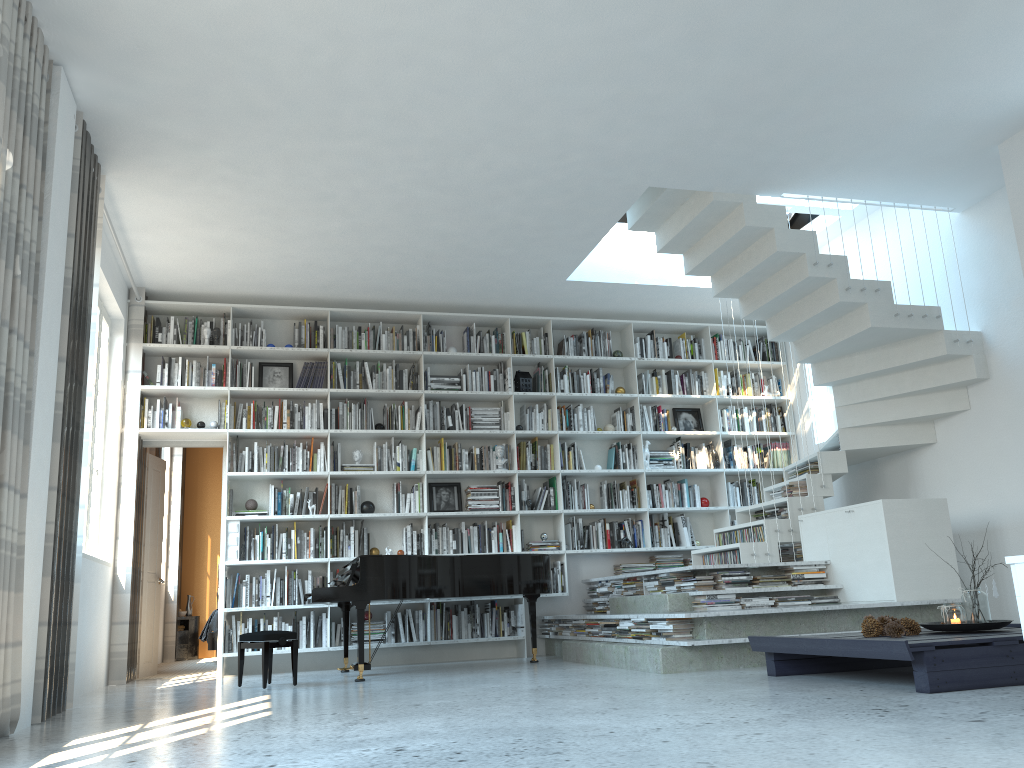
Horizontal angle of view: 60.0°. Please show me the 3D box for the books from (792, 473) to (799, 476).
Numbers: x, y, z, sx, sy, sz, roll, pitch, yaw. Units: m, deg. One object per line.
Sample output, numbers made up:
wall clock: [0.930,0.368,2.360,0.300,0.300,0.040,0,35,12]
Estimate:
books: [2.591,0.805,7.887,0.162,0.008,0.290,-4,-14,3]

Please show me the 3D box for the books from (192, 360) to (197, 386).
books: [-2.757,-0.056,7.712,0.025,0.260,0.167,1,-14,-15]

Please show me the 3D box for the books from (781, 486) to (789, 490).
books: [2.416,0.880,7.558,0.166,0.017,0.191,0,-15,-13]

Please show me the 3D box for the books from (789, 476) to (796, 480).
books: [2.591,0.828,7.881,0.184,0.006,0.263,-3,-14,-1]

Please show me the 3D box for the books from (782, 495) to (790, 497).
books: [2.421,0.945,7.532,0.188,0.005,0.182,1,-15,-15]

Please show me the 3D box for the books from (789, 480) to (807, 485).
books: [2.410,0.817,7.310,0.234,0.025,0.158,-8,-15,21]

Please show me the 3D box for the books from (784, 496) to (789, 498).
books: [2.417,0.960,7.553,0.139,0.013,0.155,1,-15,-13]

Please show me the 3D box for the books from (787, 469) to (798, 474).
books: [2.583,0.772,7.895,0.190,0.015,0.231,-2,-14,-2]

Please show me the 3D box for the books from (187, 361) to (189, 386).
books: [-2.806,-0.051,7.699,0.012,0.248,0.192,1,-14,-15]

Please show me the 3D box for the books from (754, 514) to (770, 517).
books: [2.237,1.149,7.748,0.159,0.009,0.208,2,-15,-19]

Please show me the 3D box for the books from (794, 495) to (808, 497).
books: [2.419,0.932,7.294,0.206,0.012,0.183,-6,-15,11]

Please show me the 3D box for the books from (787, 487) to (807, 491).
books: [2.409,0.857,7.290,0.295,0.007,0.146,-7,-15,14]

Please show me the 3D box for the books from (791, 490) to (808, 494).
books: [2.411,0.884,7.284,0.214,0.014,0.138,-6,-15,11]

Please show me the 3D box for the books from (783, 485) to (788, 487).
books: [2.414,0.868,7.566,0.155,0.009,0.155,1,-15,-15]

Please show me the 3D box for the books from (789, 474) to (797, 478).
books: [2.589,0.814,7.884,0.171,0.011,0.232,-2,-14,-5]

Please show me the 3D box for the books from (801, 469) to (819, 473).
books: [2.585,0.747,7.595,0.154,0.014,0.197,-2,-14,-3]

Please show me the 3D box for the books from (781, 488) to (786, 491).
books: [2.417,0.893,7.553,0.218,0.012,0.156,-3,-14,0]

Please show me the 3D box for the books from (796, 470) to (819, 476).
books: [2.574,0.758,7.591,0.187,0.009,0.261,-1,-14,-6]

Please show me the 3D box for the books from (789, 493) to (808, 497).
books: [2.420,0.912,7.304,0.254,0.007,0.189,-6,-15,11]

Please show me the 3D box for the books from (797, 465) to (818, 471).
books: [2.576,0.718,7.601,0.174,0.009,0.240,-1,-14,-7]

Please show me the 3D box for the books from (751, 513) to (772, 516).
books: [2.219,1.141,7.744,0.198,0.006,0.189,2,-15,-19]

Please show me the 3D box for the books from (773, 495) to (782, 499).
books: [2.432,0.993,7.823,0.143,0.019,0.231,1,-15,-16]

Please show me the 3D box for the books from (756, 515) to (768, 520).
books: [2.244,1.163,7.746,0.140,0.022,0.181,3,-15,-22]

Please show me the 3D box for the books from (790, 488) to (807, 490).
books: [2.414,0.870,7.303,0.232,0.011,0.172,-8,-15,20]

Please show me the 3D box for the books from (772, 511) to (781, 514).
books: [2.309,1.089,7.544,0.133,0.017,0.179,0,-15,-12]

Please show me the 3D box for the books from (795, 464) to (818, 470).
books: [2.567,0.708,7.603,0.191,0.013,0.244,-2,-14,-5]

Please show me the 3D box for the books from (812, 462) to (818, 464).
books: [2.595,0.698,7.608,0.134,0.007,0.299,-1,-14,-7]

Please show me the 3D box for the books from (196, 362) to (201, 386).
books: [-2.730,-0.051,7.718,0.030,0.250,0.166,1,-14,-15]

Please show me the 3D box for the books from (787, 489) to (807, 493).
books: [2.410,0.875,7.286,0.295,0.006,0.147,-8,-15,18]

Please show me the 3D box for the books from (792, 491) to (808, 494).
books: [2.415,0.900,7.294,0.222,0.011,0.180,-7,-15,15]

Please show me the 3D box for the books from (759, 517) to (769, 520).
books: [2.252,1.179,7.744,0.132,0.010,0.198,0,-15,-12]

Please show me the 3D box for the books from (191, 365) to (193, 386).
books: [-2.782,-0.035,7.733,0.011,0.230,0.135,1,-14,-15]

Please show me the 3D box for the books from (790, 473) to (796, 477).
books: [2.590,0.798,7.888,0.168,0.005,0.292,-3,-14,2]

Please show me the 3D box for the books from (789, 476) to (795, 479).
books: [2.589,0.822,7.882,0.170,0.006,0.269,-2,-14,-5]

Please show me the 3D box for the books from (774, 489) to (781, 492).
books: [2.421,0.936,7.834,0.157,0.014,0.181,2,-15,-17]

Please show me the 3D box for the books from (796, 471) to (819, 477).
books: [2.566,0.769,7.588,0.191,0.014,0.244,-2,-14,-3]

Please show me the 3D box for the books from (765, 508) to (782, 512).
books: [2.285,1.073,7.541,0.177,0.014,0.194,3,-15,-21]

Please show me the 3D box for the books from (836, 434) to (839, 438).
books: [2.851,0.414,7.335,0.300,0.007,0.159,-5,-14,9]

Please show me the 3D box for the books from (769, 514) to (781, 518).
books: [2.299,1.123,7.532,0.149,0.013,0.220,0,-14,-10]

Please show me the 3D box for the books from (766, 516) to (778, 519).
books: [2.288,1.136,7.525,0.184,0.013,0.226,2,-15,-18]

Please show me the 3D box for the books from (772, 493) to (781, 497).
books: [2.426,0.976,7.825,0.149,0.016,0.240,2,-15,-17]

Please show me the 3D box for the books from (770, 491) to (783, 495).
books: [2.410,0.962,7.824,0.173,0.011,0.204,2,-15,-20]

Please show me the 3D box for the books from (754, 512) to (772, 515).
books: [2.238,1.132,7.752,0.161,0.012,0.195,2,-15,-18]

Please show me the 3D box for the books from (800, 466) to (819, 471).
books: [2.587,0.727,7.600,0.144,0.011,0.257,-1,-14,-9]

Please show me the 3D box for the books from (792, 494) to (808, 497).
books: [2.417,0.919,7.292,0.215,0.013,0.189,-7,-15,16]

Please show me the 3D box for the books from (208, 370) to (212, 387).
books: [-2.637,-0.012,7.753,0.031,0.182,0.151,1,-14,-15]

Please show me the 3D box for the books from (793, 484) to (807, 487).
books: [2.414,0.843,7.311,0.184,0.016,0.179,-6,-15,12]

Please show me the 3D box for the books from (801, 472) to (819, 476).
books: [2.568,0.783,7.585,0.182,0.013,0.288,-2,-14,-2]

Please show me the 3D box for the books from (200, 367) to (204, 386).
books: [-2.706,-0.027,7.739,0.028,0.211,0.139,1,-14,-15]

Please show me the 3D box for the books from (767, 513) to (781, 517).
books: [2.285,1.110,7.531,0.189,0.012,0.156,0,-15,-12]

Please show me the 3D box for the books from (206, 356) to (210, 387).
books: [-2.657,-0.074,7.747,0.012,0.302,0.189,1,-14,-15]

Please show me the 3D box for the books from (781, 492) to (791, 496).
books: [2.421,0.925,7.533,0.178,0.035,0.222,0,-14,-11]

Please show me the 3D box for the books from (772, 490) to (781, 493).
books: [2.419,0.950,7.830,0.157,0.014,0.181,2,-15,-19]

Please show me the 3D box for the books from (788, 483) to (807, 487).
books: [2.408,0.829,7.299,0.254,0.005,0.161,-7,-15,16]

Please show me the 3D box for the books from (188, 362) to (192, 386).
books: [-2.790,-0.048,7.703,0.021,0.243,0.174,1,-14,-15]

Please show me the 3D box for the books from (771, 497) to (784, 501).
books: [2.431,1.008,7.819,0.145,0.012,0.297,1,-15,-16]

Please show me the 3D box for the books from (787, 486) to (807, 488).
books: [2.409,0.850,7.292,0.295,0.007,0.146,-8,-15,18]

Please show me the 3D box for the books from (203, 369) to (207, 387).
books: [-2.680,-0.018,7.752,0.029,0.197,0.144,1,-14,-15]

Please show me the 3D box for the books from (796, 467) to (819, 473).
books: [2.574,0.737,7.597,0.176,0.007,0.255,-1,-14,-8]

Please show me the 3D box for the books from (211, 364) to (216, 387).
books: [-2.603,-0.039,7.746,0.029,0.228,0.191,1,-14,-15]
